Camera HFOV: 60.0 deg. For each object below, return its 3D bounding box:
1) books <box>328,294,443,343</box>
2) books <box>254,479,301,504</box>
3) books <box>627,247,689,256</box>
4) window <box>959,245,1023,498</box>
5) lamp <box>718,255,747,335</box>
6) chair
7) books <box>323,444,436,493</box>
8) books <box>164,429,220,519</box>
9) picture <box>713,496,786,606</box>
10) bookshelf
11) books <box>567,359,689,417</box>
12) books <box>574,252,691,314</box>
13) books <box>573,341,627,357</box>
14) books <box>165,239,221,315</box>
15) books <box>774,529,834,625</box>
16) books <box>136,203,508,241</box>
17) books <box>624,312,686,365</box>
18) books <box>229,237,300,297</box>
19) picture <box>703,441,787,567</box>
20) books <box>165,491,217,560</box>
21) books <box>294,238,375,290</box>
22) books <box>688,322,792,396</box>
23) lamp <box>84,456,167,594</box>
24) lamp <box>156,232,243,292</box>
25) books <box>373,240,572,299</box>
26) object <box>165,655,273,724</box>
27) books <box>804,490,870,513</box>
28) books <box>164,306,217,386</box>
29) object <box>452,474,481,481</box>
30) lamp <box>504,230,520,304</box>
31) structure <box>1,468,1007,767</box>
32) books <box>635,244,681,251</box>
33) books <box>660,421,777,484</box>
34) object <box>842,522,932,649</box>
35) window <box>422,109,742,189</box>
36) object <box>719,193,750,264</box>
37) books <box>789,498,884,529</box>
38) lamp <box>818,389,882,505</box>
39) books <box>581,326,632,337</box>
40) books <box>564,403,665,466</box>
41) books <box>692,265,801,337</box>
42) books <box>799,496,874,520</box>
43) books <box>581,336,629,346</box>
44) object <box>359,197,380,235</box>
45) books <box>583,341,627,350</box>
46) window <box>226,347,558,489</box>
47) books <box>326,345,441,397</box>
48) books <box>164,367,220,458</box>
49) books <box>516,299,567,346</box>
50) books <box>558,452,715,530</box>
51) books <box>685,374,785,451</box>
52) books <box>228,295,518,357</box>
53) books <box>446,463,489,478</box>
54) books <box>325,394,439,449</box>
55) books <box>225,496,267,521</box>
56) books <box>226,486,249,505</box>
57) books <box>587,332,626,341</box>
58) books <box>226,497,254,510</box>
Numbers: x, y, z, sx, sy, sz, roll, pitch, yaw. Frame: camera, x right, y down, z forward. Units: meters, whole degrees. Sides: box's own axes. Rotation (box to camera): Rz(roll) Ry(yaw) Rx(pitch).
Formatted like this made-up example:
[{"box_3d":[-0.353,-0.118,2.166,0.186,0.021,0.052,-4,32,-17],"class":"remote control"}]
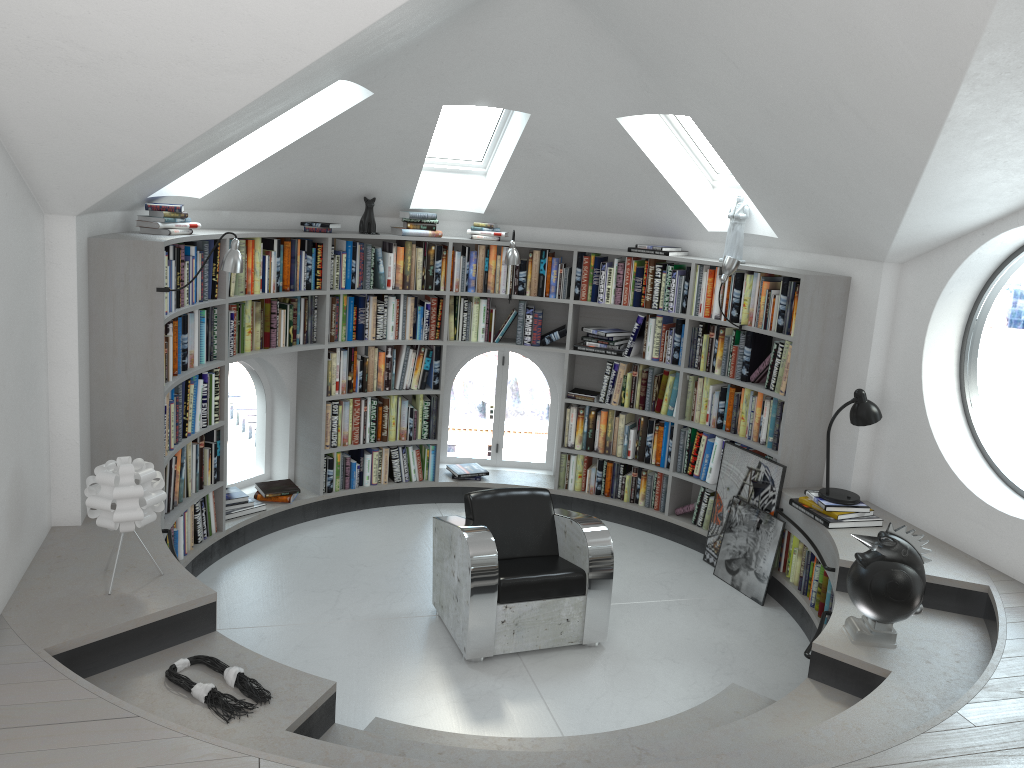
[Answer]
[{"box_3d":[-0.989,-0.511,6.602,1.028,0.357,0.302,-3,13,-30],"class":"books"},{"box_3d":[-1.662,0.764,6.278,0.318,0.099,0.293,1,12,-15],"class":"books"},{"box_3d":[1.075,-0.974,6.525,0.337,0.036,0.317,13,15,35],"class":"books"},{"box_3d":[2.858,-0.066,4.470,0.104,1.462,1.479,1,12,-16],"class":"window"},{"box_3d":[1.470,-0.572,5.796,0.275,0.522,0.113,-1,12,-26],"class":"lamp"},{"box_3d":[0.035,1.026,4.999,0.823,0.716,0.745,0,12,-21],"class":"chair"},{"box_3d":[-1.050,0.601,6.766,1.019,0.305,0.289,-3,13,-31],"class":"books"},{"box_3d":[-1.959,0.742,4.853,0.390,0.692,1.650,3,12,-7],"class":"books"},{"box_3d":[1.520,1.065,5.708,0.107,0.552,0.492,-1,12,-26],"class":"picture"},{"box_3d":[-0.323,0.001,6.042,4.332,1.870,2.120,1,12,-16],"class":"bookshelf"},{"box_3d":[0.911,-0.002,6.673,0.975,0.350,0.252,10,12,25],"class":"books"},{"box_3d":[0.913,-0.765,6.576,0.971,0.365,0.307,10,13,26],"class":"books"},{"box_3d":[0.716,-0.278,6.804,0.388,0.042,0.367,9,13,23],"class":"books"},{"box_3d":[-1.903,-0.604,4.881,0.300,0.359,1.038,4,12,-1],"class":"books"},{"box_3d":[1.829,1.147,5.186,0.272,0.296,1.153,4,12,-2],"class":"books"},{"box_3d":[-1.195,-1.090,5.958,0.750,0.172,2.819,15,16,43],"class":"books"},{"box_3d":[1.125,-0.347,6.543,0.554,0.349,0.256,11,13,29],"class":"books"},{"box_3d":[-1.701,-0.776,5.742,0.269,0.371,0.795,10,13,26],"class":"books"},{"box_3d":[1.525,0.870,5.860,0.090,0.858,0.581,-1,12,-26],"class":"picture"},{"box_3d":[-2.015,0.858,5.205,0.283,0.318,0.923,4,12,2],"class":"books"},{"box_3d":[-1.294,-0.852,6.286,0.683,0.344,0.266,-5,15,-39],"class":"books"},{"box_3d":[1.621,-0.194,5.992,0.279,0.356,1.057,-2,14,-30],"class":"books"},{"box_3d":[-1.611,0.570,3.698,0.305,0.522,0.307,-2,12,-28],"class":"lamp"},{"box_3d":[-1.577,-0.622,4.490,0.414,0.310,0.117,0,11,-19],"class":"lamp"},{"box_3d":[-0.303,-0.879,6.702,1.565,0.365,0.396,2,12,-11],"class":"books"},{"box_3d":[-1.100,1.119,3.302,0.474,0.082,0.218,13,15,35],"class":"object"},{"box_3d":[1.897,0.684,5.180,0.269,0.031,0.287,3,12,-7],"class":"books"},{"box_3d":[-1.944,-0.230,4.968,0.303,0.346,1.094,4,12,-1],"class":"books"},{"box_3d":[-0.358,0.719,7.086,0.226,0.036,0.215,4,12,0],"class":"object"},{"box_3d":[-0.019,-0.853,6.505,0.113,0.563,0.359,2,11,-10],"class":"lamp"},{"box_3d":[-0.003,1.054,4.880,4.719,0.689,4.725,11,14,28],"class":"structure"},{"box_3d":[1.077,-1.002,6.520,0.233,0.027,0.248,-7,17,-43],"class":"books"},{"box_3d":[1.526,0.541,6.178,0.304,0.357,1.189,-4,14,-35],"class":"books"},{"box_3d":[1.697,0.898,4.029,0.320,0.559,0.322,-6,15,-43],"class":"object"},{"box_3d":[-0.197,-1.728,5.724,4.054,0.709,1.943,1,12,-16],"class":"window"},{"box_3d":[1.525,-1.060,6.037,0.179,0.470,0.180,3,11,-8],"class":"object"},{"box_3d":[1.892,0.751,5.192,0.365,0.042,0.390,1,13,-16],"class":"books"},{"box_3d":[1.957,0.350,5.122,0.322,0.657,0.235,4,11,-1],"class":"lamp"},{"box_3d":[0.725,-0.402,6.781,0.269,0.031,0.287,-5,15,-36],"class":"books"},{"box_3d":[0.813,0.356,6.788,0.873,0.349,0.273,10,12,24],"class":"books"},{"box_3d":[1.644,-0.572,5.933,0.293,0.360,1.019,-3,14,-33],"class":"books"},{"box_3d":[1.894,0.715,5.185,0.286,0.034,0.306,-2,13,-26],"class":"books"},{"box_3d":[0.720,-0.340,6.793,0.286,0.031,0.270,12,14,33],"class":"books"},{"box_3d":[-1.019,-1.208,6.366,0.147,0.263,0.203,0,12,-20],"class":"object"},{"box_3d":[0.718,-0.310,6.798,0.286,0.031,0.270,8,13,18],"class":"books"},{"box_3d":[-1.080,0.219,6.778,3.232,1.145,0.620,-3,13,-30],"class":"window"},{"box_3d":[-0.995,-0.132,6.635,0.998,0.350,0.299,-3,13,-32],"class":"books"},{"box_3d":[-1.928,0.146,5.011,0.260,0.357,1.025,4,12,0],"class":"books"},{"box_3d":[0.245,-0.468,6.830,0.399,0.339,0.225,5,11,3],"class":"books"},{"box_3d":[1.010,0.766,6.681,1.501,0.309,0.360,13,14,35],"class":"books"},{"box_3d":[1.602,0.182,6.060,0.275,0.346,1.026,-3,14,-31],"class":"books"},{"box_3d":[-1.066,-0.455,6.343,2.531,0.369,0.593,-4,14,-35],"class":"books"},{"box_3d":[-0.355,0.690,7.080,0.268,0.029,0.254,-2,13,-26],"class":"books"},{"box_3d":[-1.011,0.245,6.713,1.032,0.355,0.294,-3,13,-31],"class":"books"},{"box_3d":[-1.938,0.825,6.026,0.389,0.042,0.366,14,15,39],"class":"books"},{"box_3d":[-1.934,0.761,6.014,0.214,0.036,0.227,-6,16,-39],"class":"books"},{"box_3d":[0.723,-0.371,6.787,0.227,0.036,0.214,12,14,33],"class":"books"},{"box_3d":[-1.936,0.791,6.020,0.269,0.031,0.287,-6,16,-39],"class":"books"}]
